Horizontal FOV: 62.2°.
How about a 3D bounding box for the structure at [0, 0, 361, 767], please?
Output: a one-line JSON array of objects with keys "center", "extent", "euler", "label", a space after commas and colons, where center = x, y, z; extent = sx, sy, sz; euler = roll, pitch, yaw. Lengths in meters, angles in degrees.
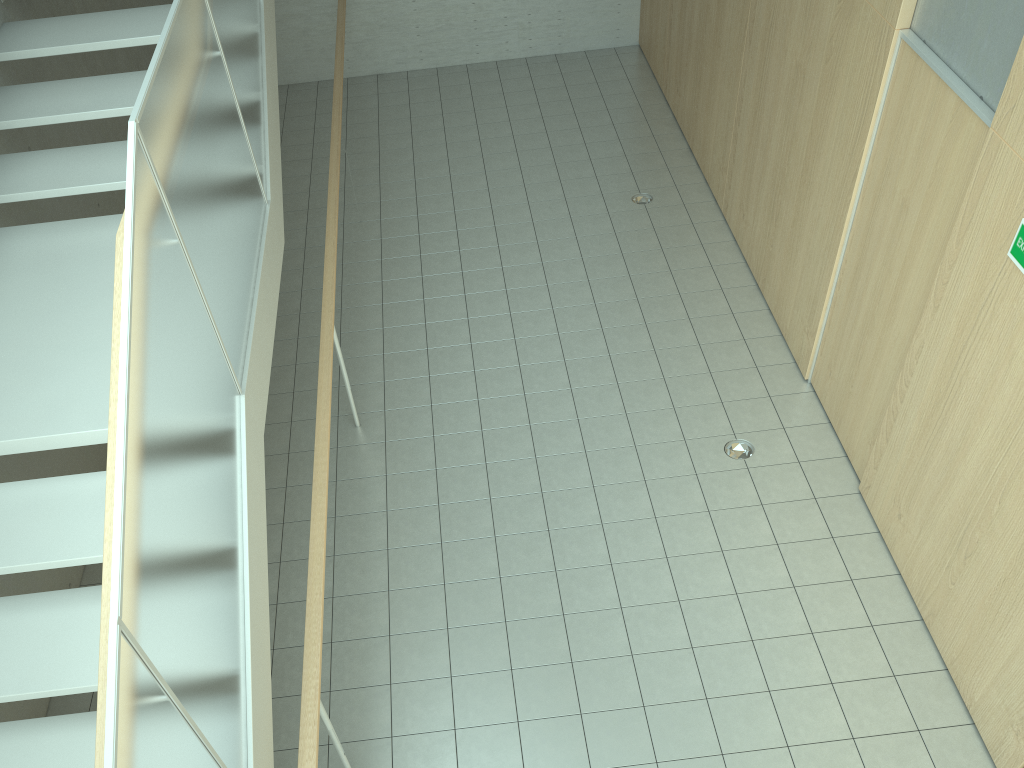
[{"center": [-2.025, -0.891, 4.031], "extent": [1.884, 4.945, 10.818], "euler": [-7, 46, -2], "label": "structure"}]
